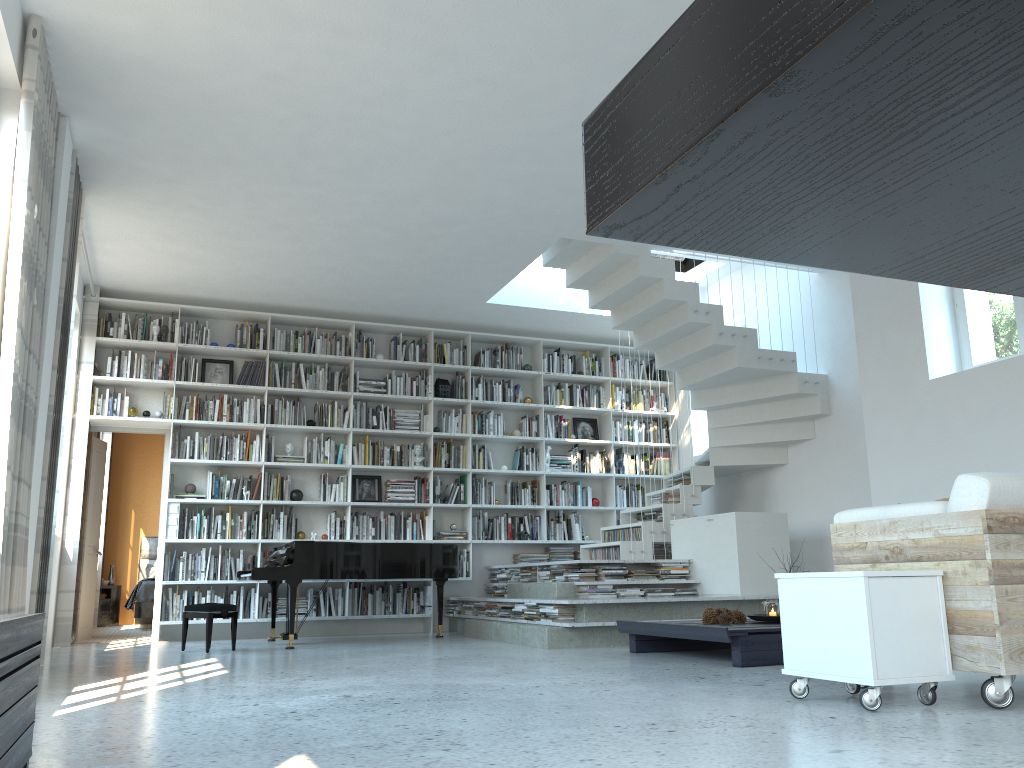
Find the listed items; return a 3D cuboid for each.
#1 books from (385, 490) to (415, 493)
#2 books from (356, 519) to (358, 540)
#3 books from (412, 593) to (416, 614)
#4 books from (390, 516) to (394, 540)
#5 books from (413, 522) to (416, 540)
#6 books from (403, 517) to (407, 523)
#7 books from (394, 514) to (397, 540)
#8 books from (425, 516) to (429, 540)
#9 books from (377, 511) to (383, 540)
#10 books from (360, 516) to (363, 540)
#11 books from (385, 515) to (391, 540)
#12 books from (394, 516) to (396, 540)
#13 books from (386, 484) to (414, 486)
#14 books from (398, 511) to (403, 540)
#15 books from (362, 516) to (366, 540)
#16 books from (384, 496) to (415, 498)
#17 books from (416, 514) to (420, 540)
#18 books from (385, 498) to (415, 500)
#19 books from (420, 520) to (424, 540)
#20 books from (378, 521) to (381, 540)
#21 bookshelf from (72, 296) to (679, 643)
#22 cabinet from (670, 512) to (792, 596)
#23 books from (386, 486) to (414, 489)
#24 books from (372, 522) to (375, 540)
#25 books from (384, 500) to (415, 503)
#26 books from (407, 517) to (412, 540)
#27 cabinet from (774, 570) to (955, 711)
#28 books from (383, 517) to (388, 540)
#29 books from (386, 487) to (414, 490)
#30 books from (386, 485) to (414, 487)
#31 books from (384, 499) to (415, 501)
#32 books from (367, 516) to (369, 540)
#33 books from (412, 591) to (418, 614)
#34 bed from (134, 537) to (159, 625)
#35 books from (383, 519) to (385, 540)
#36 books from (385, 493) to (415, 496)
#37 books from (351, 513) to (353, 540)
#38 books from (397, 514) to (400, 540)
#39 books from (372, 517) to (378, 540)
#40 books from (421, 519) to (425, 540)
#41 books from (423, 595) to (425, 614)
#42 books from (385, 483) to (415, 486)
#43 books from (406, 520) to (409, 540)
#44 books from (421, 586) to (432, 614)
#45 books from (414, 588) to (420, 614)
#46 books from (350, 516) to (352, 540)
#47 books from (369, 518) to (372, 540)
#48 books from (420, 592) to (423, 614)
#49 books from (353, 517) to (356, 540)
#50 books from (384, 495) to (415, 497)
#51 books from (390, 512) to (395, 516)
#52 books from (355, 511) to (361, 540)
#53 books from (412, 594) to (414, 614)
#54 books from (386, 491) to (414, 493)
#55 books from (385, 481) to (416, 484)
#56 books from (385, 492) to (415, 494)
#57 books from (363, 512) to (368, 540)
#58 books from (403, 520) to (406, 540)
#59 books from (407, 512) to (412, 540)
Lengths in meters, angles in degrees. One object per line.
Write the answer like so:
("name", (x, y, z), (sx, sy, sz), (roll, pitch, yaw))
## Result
("books", (-1.154, 1.105, 9.123), (0.285, 0.012, 0.160), (3, -13, -16))
("books", (-1.570, 1.466, 8.879), (0.024, 0.208, 0.170), (4, -13, -21))
("books", (-0.999, 2.210, 8.935), (0.022, 0.204, 0.191), (4, -13, -21))
("books", (-1.232, 1.470, 9.004), (0.026, 0.245, 0.191), (4, -13, -21))
("books", (-1.013, 1.515, 9.078), (0.023, 0.182, 0.169), (4, -13, -21))
("books", (-1.106, 1.487, 9.065), (0.014, 0.234, 0.154), (4, -13, -21))
("books", (-1.194, 1.466, 9.028), (0.010, 0.261, 0.181), (4, -13, -21))
("books", (-0.892, 1.492, 9.129), (0.033, 0.245, 0.176), (4, -13, -21))
("books", (-1.334, 1.442, 8.980), (0.026, 0.291, 0.152), (4, -13, -21))
("books", (-1.527, 1.452, 8.912), (0.024, 0.247, 0.132), (4, -13, -21))
("books", (-1.265, 1.469, 9.020), (0.025, 0.254, 0.136), (4, -13, -21))
("books", (-1.208, 1.472, 9.032), (0.011, 0.251, 0.158), (4, -13, -21))
("books", (-1.156, 1.046, 9.138), (0.254, 0.012, 0.161), (5, -14, -25))
("books", (-1.138, 1.452, 9.051), (0.012, 0.296, 0.178), (4, -13, -21))
("books", (-1.497, 1.451, 8.905), (0.027, 0.245, 0.179), (4, -13, -21))
("books", (-1.158, 1.166, 9.121), (0.285, 0.012, 0.160), (4, -14, -21))
("books", (-0.985, 1.476, 9.111), (0.026, 0.271, 0.175), (4, -13, -21))
("books", (-1.153, 1.187, 9.106), (0.285, 0.012, 0.160), (3, -13, -16))
("books", (-0.949, 1.505, 9.108), (0.042, 0.212, 0.169), (4, -13, -21))
("books", (-1.352, 1.484, 8.949), (0.023, 0.196, 0.165), (4, -13, -21))
("bookshelf", (-1.063, 0.963, 9.129), (6.298, 3.134, 0.331), (4, -13, -21))
("cabinet", (1.861, 1.485, 7.673), (0.551, 0.666, 0.995), (4, -13, -21))
("books", (-1.156, 1.070, 9.133), (0.254, 0.012, 0.161), (5, -14, -25))
("books", (-1.413, 1.485, 8.919), (0.029, 0.183, 0.175), (4, -13, -21))
("books", (-1.153, 1.210, 9.101), (0.285, 0.012, 0.160), (5, -14, -26))
("books", (-1.062, 1.487, 9.070), (0.023, 0.234, 0.175), (4, -13, -21))
("cabinet", (1.343, 0.972, 3.418), (0.380, 0.485, 0.503), (4, -13, -21))
("books", (-1.286, 1.473, 8.994), (0.031, 0.236, 0.159), (4, -13, -21))
("books", (-1.156, 1.083, 9.132), (0.254, 0.012, 0.161), (5, -14, -24))
("books", (-1.157, 1.059, 9.138), (0.254, 0.012, 0.161), (5, -14, -24))
("books", (-1.156, 1.200, 9.112), (0.285, 0.012, 0.160), (4, -14, -22))
("books", (-1.468, 1.458, 8.932), (0.021, 0.244, 0.141), (4, -13, -21))
("books", (-0.980, 2.204, 8.957), (0.028, 0.227, 0.162), (4, -13, -21))
("bed", (-3.877, 2.508, 11.417), (1.771, 1.177, 2.179), (4, -13, -21))
("books", (-1.313, 1.480, 8.990), (0.025, 0.220, 0.140), (4, -13, -21))
("books", (-1.156, 1.142, 9.122), (0.285, 0.012, 0.160), (4, -13, -19))
("books", (-1.611, 1.430, 8.868), (0.011, 0.275, 0.146), (4, -13, -21))
("books", (-1.174, 1.464, 9.028), (0.028, 0.264, 0.161), (4, -13, -21))
("books", (-1.389, 1.462, 8.941), (0.029, 0.237, 0.166), (4, -13, -21))
("books", (-0.925, 1.505, 9.119), (0.011, 0.216, 0.166), (4, -13, -21))
("books", (-0.917, 2.230, 8.975), (0.023, 0.181, 0.149), (4, -13, -21))
("books", (-1.158, 1.035, 9.145), (0.285, 0.012, 0.160), (4, -13, -19))
("books", (-1.084, 1.500, 9.058), (0.023, 0.204, 0.167), (4, -13, -21))
("books", (-0.864, 2.175, 8.933), (0.038, 0.268, 0.277), (4, -13, -21))
("books", (-0.958, 2.189, 8.960), (0.013, 0.255, 0.177), (4, -13, -21))
("books", (-1.632, 1.445, 8.864), (0.029, 0.243, 0.154), (4, -13, -21))
("books", (-1.439, 1.468, 8.917), (0.023, 0.217, 0.175), (4, -13, -21))
("books", (-0.937, 2.208, 8.958), (0.029, 0.217, 0.191), (4, -13, -21))
("books", (-1.589, 1.449, 8.861), (0.027, 0.233, 0.168), (4, -13, -21))
("books", (-1.157, 1.154, 9.122), (0.285, 0.012, 0.160), (4, -14, -20))
("books", (-1.222, 1.456, 9.037), (0.014, 0.285, 0.135), (4, -13, -21))
("books", (-1.553, 1.431, 8.912), (0.027, 0.290, 0.141), (4, -13, -21))
("books", (-1.024, 2.218, 8.935), (0.024, 0.191, 0.155), (4, -13, -21))
("books", (-1.154, 1.117, 9.121), (0.254, 0.012, 0.161), (5, -14, -26))
("books", (-1.155, 1.022, 9.141), (0.285, 0.012, 0.160), (5, -14, -26))
("books", (-1.154, 1.129, 9.118), (0.285, 0.012, 0.160), (3, -13, -16))
("books", (-1.477, 1.434, 8.913), (0.013, 0.281, 0.166), (4, -13, -21))
("books", (-1.119, 1.497, 9.046), (0.024, 0.206, 0.183), (4, -13, -21))
("books", (-1.050, 1.462, 9.093), (0.014, 0.293, 0.137), (4, -13, -21))
